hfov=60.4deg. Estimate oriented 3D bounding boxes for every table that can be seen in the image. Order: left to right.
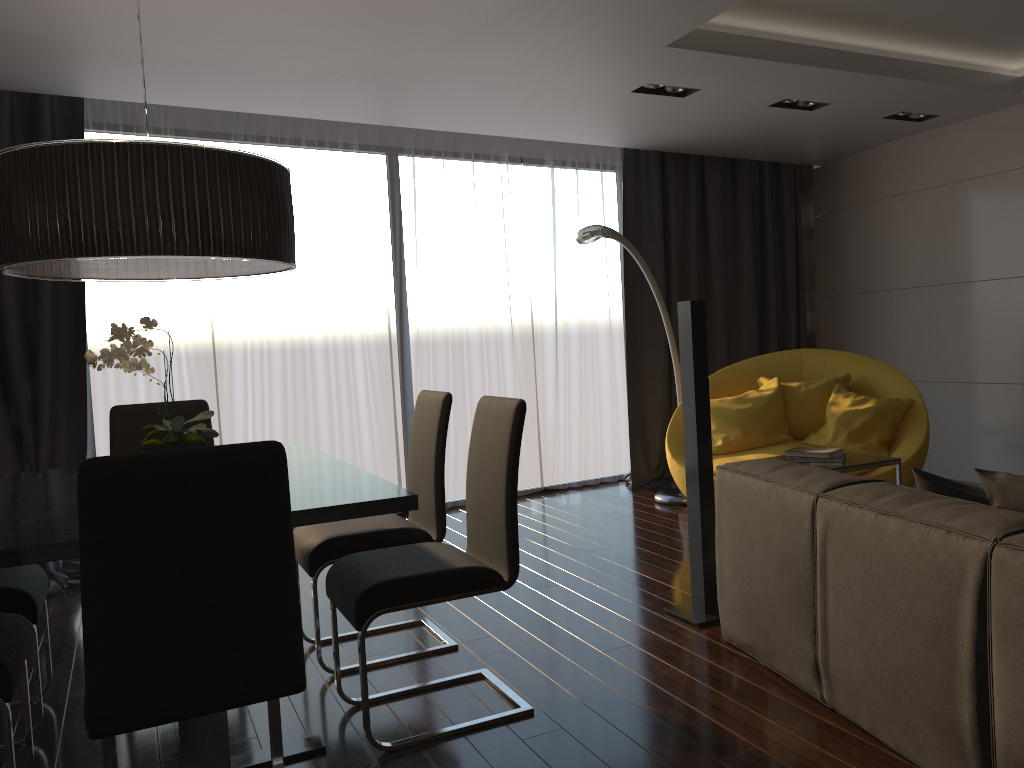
[{"bbox_3d":[-1.013,0.684,2.743,1.087,0.760,1.532,-4,3,-25],"label":"table"},{"bbox_3d":[1.315,0.613,3.825,0.628,0.563,0.430,-4,3,-26],"label":"table"}]

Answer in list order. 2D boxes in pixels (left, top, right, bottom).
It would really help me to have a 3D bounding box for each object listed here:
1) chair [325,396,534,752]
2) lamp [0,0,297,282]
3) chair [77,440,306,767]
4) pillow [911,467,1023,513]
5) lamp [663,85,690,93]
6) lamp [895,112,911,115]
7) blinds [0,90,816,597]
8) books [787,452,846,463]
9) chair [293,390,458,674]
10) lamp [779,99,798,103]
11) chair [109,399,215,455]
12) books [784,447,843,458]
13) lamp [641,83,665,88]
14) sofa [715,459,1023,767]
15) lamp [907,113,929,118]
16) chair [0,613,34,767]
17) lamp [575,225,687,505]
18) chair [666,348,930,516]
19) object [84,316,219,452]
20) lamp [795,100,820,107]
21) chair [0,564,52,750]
[{"bbox_3d":[-0.255,0.542,2.750,0.598,0.964,0.409,-4,3,-26],"label":"chair"},{"bbox_3d":[-1.110,-0.892,2.658,0.810,1.102,0.798,-3,3,-2],"label":"lamp"},{"bbox_3d":[-0.718,0.602,1.990,0.447,0.964,0.547,-4,3,-25],"label":"chair"},{"bbox_3d":[1.957,0.344,1.914,2.015,0.431,1.100,-2,3,26],"label":"pillow"},{"bbox_3d":[0.942,-1.690,4.958,0.182,0.077,0.172,-4,3,-14],"label":"lamp"},{"bbox_3d":[2.566,-1.812,5.799,0.180,0.077,0.174,-3,3,-7],"label":"lamp"},{"bbox_3d":[-0.721,-0.531,5.733,7.886,2.893,0.710,-5,3,-34],"label":"blinds"},{"bbox_3d":[1.327,0.319,3.828,0.223,0.023,0.169,-2,3,23],"label":"books"},{"bbox_3d":[-0.525,0.527,3.363,0.598,0.964,0.409,-4,3,-26],"label":"chair"},{"bbox_3d":[1.670,-1.745,5.335,0.180,0.077,0.174,-3,3,-7],"label":"lamp"},{"bbox_3d":[-1.353,0.563,3.491,0.447,0.964,0.547,-4,3,-25],"label":"chair"},{"bbox_3d":[1.313,0.297,3.832,0.194,0.022,0.163,-1,4,40],"label":"books"},{"bbox_3d":[0.774,-1.677,4.871,0.186,0.077,0.168,-5,3,-31],"label":"lamp"},{"bbox_3d":[2.311,0.550,2.520,2.821,0.704,2.409,-4,3,-16],"label":"sofa"},{"bbox_3d":[2.733,-1.824,5.886,0.182,0.077,0.172,-4,3,-14],"label":"lamp"},{"bbox_3d":[-1.517,0.637,2.097,0.598,0.964,0.409,-4,3,-26],"label":"chair"},{"bbox_3d":[1.798,-0.150,6.579,0.550,1.779,4.473,-1,3,44],"label":"lamp"},{"bbox_3d":[1.674,0.308,5.211,1.448,1.005,1.189,-1,3,30],"label":"chair"},{"bbox_3d":[-1.074,0.060,2.600,0.325,0.501,0.547,-4,3,-28],"label":"object"},{"bbox_3d":[1.837,-1.757,5.422,0.182,0.077,0.172,-4,3,-14],"label":"lamp"},{"bbox_3d":[-1.787,0.622,2.710,0.598,0.964,0.409,-4,3,-26],"label":"chair"}]
